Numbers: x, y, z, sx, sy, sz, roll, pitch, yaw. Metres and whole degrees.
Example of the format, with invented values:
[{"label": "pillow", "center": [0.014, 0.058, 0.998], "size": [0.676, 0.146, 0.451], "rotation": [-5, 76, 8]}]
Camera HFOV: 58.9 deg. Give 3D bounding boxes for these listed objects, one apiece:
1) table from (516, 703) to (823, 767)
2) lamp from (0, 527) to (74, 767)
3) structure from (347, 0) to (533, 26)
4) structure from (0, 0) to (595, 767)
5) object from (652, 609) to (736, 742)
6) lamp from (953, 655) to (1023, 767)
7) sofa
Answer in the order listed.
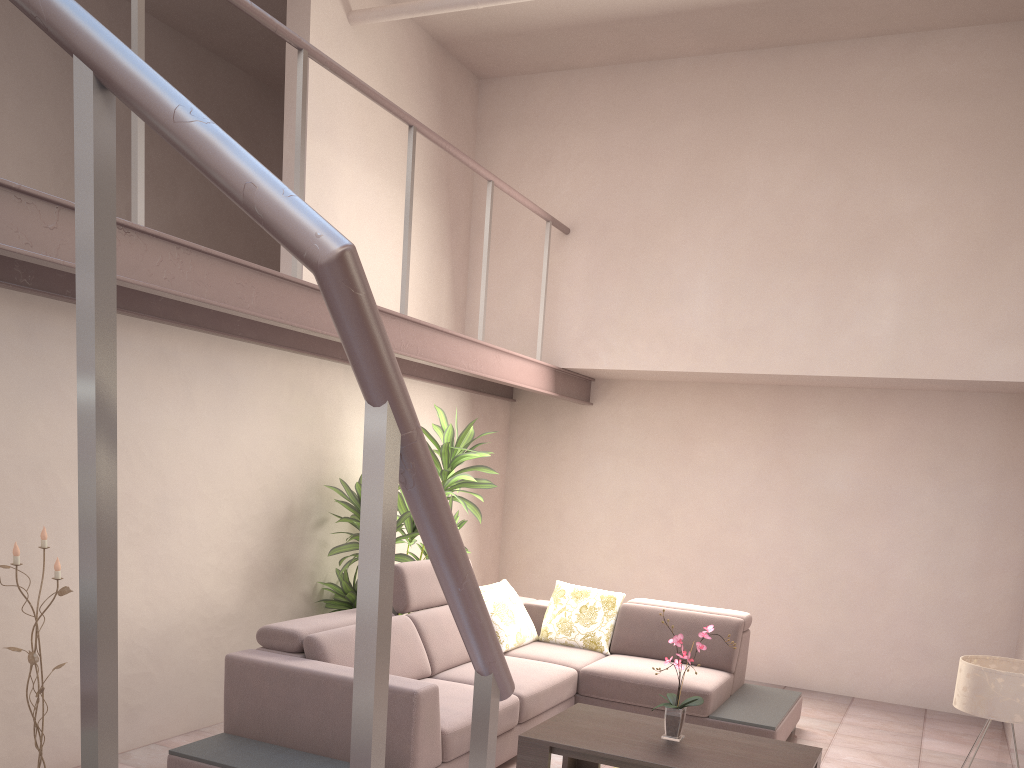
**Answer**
[{"label": "table", "center": [0.707, 1.772, 4.063], "size": [1.174, 0.358, 0.707], "rotation": [3, -3, 24]}, {"label": "lamp", "center": [-1.978, 1.139, 3.678], "size": [0.342, 1.163, 0.223], "rotation": [-1, 10, -31]}, {"label": "structure", "center": [0.910, -2.167, 4.456], "size": [4.053, 0.340, 0.107], "rotation": [2, 7, 23]}, {"label": "structure", "center": [0.104, 0.236, 3.707], "size": [3.705, 3.289, 7.218], "rotation": [5, -2, 26]}, {"label": "object", "center": [0.780, 1.296, 4.023], "size": [0.364, 0.615, 0.294], "rotation": [6, 7, 19]}, {"label": "lamp", "center": [2.073, 1.616, 3.896], "size": [0.402, 0.874, 0.383], "rotation": [7, 8, 25]}, {"label": "sofa", "center": [0.223, 1.488, 4.714], "size": [2.119, 0.966, 3.165], "rotation": [3, -4, 25]}]
